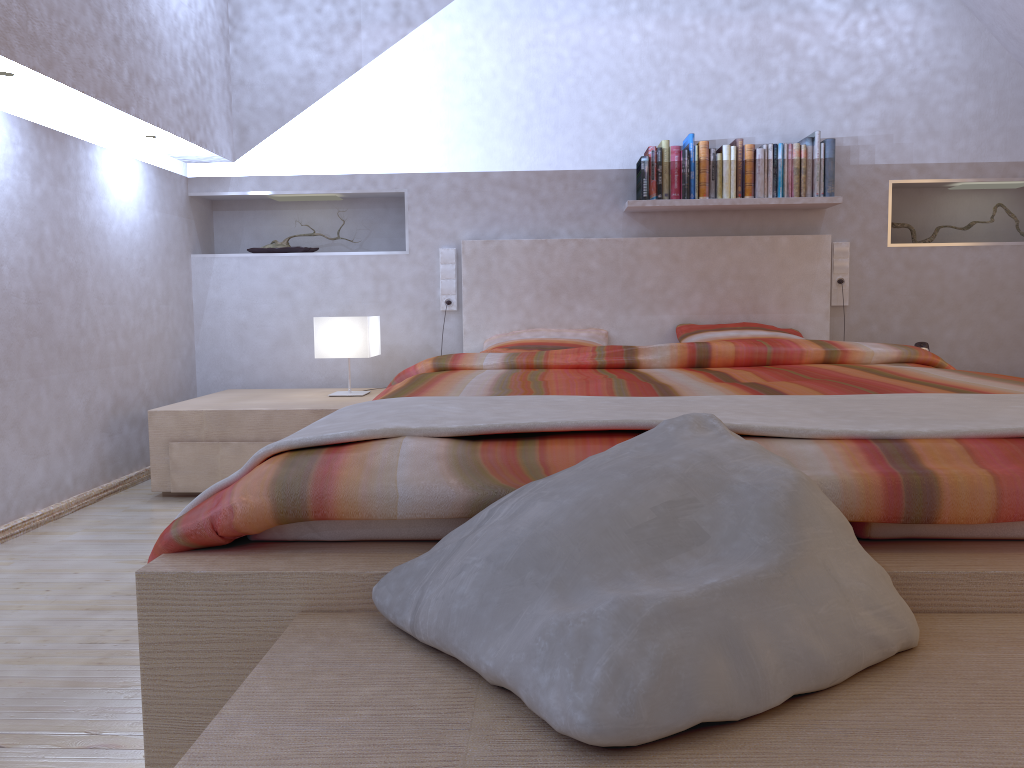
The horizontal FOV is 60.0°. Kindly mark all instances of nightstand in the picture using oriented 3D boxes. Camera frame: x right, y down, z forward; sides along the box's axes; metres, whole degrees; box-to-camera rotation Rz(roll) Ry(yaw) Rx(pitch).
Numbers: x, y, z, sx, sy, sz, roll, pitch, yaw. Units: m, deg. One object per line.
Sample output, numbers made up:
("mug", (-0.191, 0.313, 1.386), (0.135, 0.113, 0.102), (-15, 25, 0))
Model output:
("nightstand", (-0.895, 0.222, 3.672), (0.859, 0.329, 0.847), (-1, 5, 2))

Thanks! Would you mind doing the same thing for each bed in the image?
("bed", (0.535, -0.036, 2.590), (2.087, 0.994, 3.009), (-1, 5, 2))

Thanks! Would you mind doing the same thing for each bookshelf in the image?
("bookshelf", (0.464, 0.465, 0.802), (1.495, 0.303, 0.643), (-1, 5, 2))
("bookshelf", (0.961, -0.794, 3.923), (0.916, 0.028, 0.223), (-1, 5, 2))

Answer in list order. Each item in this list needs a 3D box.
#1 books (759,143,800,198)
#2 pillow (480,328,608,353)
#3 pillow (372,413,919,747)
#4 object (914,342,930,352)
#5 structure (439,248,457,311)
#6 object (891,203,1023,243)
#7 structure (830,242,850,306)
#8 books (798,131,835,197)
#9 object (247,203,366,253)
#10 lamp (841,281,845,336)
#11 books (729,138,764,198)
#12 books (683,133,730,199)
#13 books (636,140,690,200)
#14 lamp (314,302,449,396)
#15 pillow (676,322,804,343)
("books", (1.167, -0.926, 3.907), (0.159, 0.231, 0.200), (-1, 5, 2))
("pillow", (0.148, -0.147, 3.826), (0.572, 0.180, 0.492), (0, 5, 3))
("pillow", (0.152, 0.184, 1.041), (0.498, 0.241, 0.470), (-4, 6, -33))
("object", (1.792, -0.099, 3.867), (0.060, 0.169, 0.079), (-1, 5, 2))
("structure", (-0.294, -0.484, 4.110), (0.077, 0.286, 0.034), (-1, 5, 2))
("object", (2.237, -0.745, 4.134), (0.905, 0.193, 0.085), (0, 5, 3))
("structure", (1.492, -0.500, 4.036), (0.077, 0.286, 0.034), (-1, 5, 2))
("books", (1.319, -0.952, 3.898), (0.145, 0.281, 0.200), (-1, 5, 2))
("object", (-0.986, -0.746, 4.268), (0.589, 0.242, 0.183), (-1, 5, 1))
("lamp", (1.777, 0.031, 2.808), (0.396, 0.788, 2.551), (-1, 5, -7))
("books", (1.018, -0.938, 3.907), (0.140, 0.260, 0.209), (-1, 5, 2))
("books", (0.859, -0.948, 3.917), (0.178, 0.281, 0.200), (-1, 5, 2))
("books", (0.665, -0.935, 3.919), (0.209, 0.260, 0.215), (-1, 5, 2))
("lamp", (-0.600, -0.098, 3.905), (0.318, 0.515, 0.684), (2, 6, 31))
("pillow", (1.003, -0.163, 3.741), (0.566, 0.188, 0.497), (0, 5, 3))
